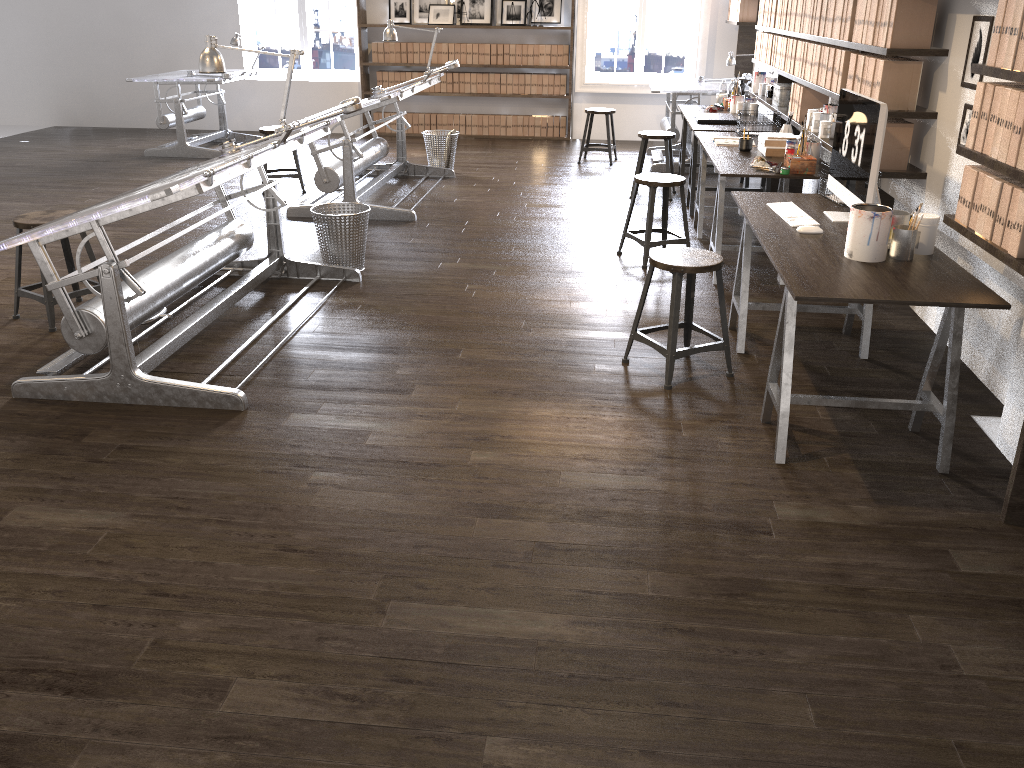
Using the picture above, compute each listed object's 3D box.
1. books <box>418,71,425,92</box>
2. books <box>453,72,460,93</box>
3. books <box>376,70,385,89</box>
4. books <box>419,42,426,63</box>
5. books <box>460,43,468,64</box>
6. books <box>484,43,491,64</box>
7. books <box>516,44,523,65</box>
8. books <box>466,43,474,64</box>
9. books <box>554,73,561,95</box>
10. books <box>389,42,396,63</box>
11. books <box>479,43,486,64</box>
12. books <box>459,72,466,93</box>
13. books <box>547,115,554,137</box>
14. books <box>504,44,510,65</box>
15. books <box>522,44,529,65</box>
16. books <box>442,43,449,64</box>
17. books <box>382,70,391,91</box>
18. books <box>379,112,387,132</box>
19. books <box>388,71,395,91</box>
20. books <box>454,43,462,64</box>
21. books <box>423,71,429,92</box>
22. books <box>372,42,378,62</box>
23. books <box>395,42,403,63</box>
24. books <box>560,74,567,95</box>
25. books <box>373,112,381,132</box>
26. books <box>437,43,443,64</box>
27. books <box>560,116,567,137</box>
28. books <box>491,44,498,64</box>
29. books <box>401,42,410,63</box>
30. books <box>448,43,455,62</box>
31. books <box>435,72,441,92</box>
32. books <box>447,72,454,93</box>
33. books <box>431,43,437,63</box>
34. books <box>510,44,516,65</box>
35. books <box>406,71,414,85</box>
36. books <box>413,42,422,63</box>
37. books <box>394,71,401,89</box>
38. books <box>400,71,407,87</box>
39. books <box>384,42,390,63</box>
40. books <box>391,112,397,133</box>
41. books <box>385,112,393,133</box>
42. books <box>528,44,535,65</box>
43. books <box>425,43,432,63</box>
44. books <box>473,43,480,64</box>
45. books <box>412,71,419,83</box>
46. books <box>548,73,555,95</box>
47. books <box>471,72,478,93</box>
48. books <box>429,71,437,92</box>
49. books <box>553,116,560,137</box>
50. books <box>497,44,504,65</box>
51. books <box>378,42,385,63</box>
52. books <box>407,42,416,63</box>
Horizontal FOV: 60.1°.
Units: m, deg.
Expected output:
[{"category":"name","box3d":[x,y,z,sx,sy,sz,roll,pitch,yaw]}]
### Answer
[{"category":"books","box3d":[-1.067,-3.579,10.478,0.067,0.221,0.177,3,22,6]},{"category":"books","box3d":[-0.648,-3.556,10.433,0.067,0.222,0.177,3,22,6]},{"category":"books","box3d":[-1.555,-3.602,10.521,0.067,0.222,0.177,3,22,6]},{"category":"books","box3d":[-1.031,-3.873,10.361,0.067,0.222,0.177,3,22,5]},{"category":"books","box3d":[-0.553,-3.848,10.315,0.067,0.222,0.177,3,22,5]},{"category":"books","box3d":[-0.278,-3.833,10.286,0.067,0.221,0.177,3,22,6]},{"category":"books","box3d":[0.087,-3.814,10.252,0.067,0.222,0.177,3,22,6]},{"category":"books","box3d":[-0.484,-3.843,10.305,0.067,0.222,0.177,3,22,6]},{"category":"books","box3d":[0.531,-3.496,10.323,0.067,0.222,0.177,3,22,5]},{"category":"books","box3d":[-1.386,-3.891,10.394,0.067,0.221,0.177,3,22,5]},{"category":"books","box3d":[-0.341,-3.834,10.288,0.067,0.222,0.177,3,22,5]},{"category":"books","box3d":[-0.573,-3.554,10.431,0.067,0.221,0.177,3,22,5]},{"category":"books","box3d":[0.458,-3.056,10.497,0.067,0.222,0.177,3,22,6]},{"category":"books","box3d":[-0.054,-3.822,10.266,0.067,0.222,0.177,3,22,5]},{"category":"books","box3d":[0.158,-3.811,10.245,0.067,0.222,0.177,3,22,6]},{"category":"books","box3d":[-0.765,-3.858,10.332,0.067,0.221,0.177,3,22,5]},{"category":"books","box3d":[-1.483,-3.599,10.514,0.067,0.222,0.177,3,22,5]},{"category":"books","box3d":[-1.549,-3.163,10.697,0.067,0.222,0.177,3,22,5]},{"category":"books","box3d":[-1.410,-3.596,10.510,0.067,0.222,0.177,3,22,5]},{"category":"books","box3d":[-0.623,-3.851,10.320,0.067,0.222,0.177,3,22,5]},{"category":"books","box3d":[-1.001,-3.574,10.467,0.067,0.222,0.177,3,22,5]},{"category":"books","box3d":[-1.593,-3.901,10.413,0.067,0.222,0.177,3,22,5]},{"category":"books","box3d":[-1.321,-3.888,10.390,0.067,0.221,0.177,3,22,6]},{"category":"books","box3d":[0.601,-3.491,10.312,0.067,0.222,0.177,3,22,6]},{"category":"books","box3d":[-1.618,-3.167,10.706,0.067,0.222,0.177,3,22,5]},{"category":"books","box3d":[-0.827,-3.862,10.340,0.067,0.221,0.177,3,22,5]},{"category":"books","box3d":[0.607,-3.050,10.485,0.067,0.221,0.177,3,22,6]},{"category":"books","box3d":[-0.202,-3.830,10.280,0.067,0.221,0.177,3,22,5]},{"category":"books","box3d":[-1.247,-3.882,10.377,0.067,0.222,0.177,3,22,5]},{"category":"books","box3d":[-0.693,-3.853,10.323,0.067,0.222,0.177,3,22,6]},{"category":"books","box3d":[-0.863,-3.569,10.459,0.067,0.222,0.177,3,22,6]},{"category":"books","box3d":[-0.722,-3.562,10.446,0.067,0.222,0.177,3,22,5]},{"category":"books","box3d":[-0.894,-3.863,10.342,0.067,0.222,0.177,3,22,6]},{"category":"books","box3d":[0.017,-3.816,10.255,0.067,0.222,0.177,3,22,5]},{"category":"books","box3d":[-1.202,-3.585,10.488,0.067,0.222,0.177,3,22,5]},{"category":"books","box3d":[-1.102,-3.875,10.364,0.067,0.222,0.177,3,22,6]},{"category":"books","box3d":[-1.340,-3.594,10.507,0.067,0.222,0.177,3,22,6]},{"category":"books","box3d":[-1.271,-3.590,10.498,0.067,0.222,0.177,3,22,6]},{"category":"books","box3d":[-1.449,-3.892,10.396,0.067,0.222,0.177,3,22,6]},{"category":"books","box3d":[-1.407,-3.155,10.681,0.067,0.221,0.177,3,22,5]},{"category":"books","box3d":[-1.480,-3.158,10.687,0.067,0.222,0.177,3,22,6]},{"category":"books","box3d":[0.224,-3.805,10.233,0.067,0.222,0.177,3,22,5]},{"category":"books","box3d":[-0.961,-3.869,10.354,0.067,0.222,0.177,3,22,5]},{"category":"books","box3d":[-0.413,-3.838,10.295,0.067,0.222,0.177,3,22,6]},{"category":"books","box3d":[-1.130,-3.582,10.483,0.067,0.221,0.177,3,22,6]},{"category":"books","box3d":[0.460,-3.500,10.330,0.067,0.222,0.177,3,22,5]},{"category":"books","box3d":[-0.436,-3.545,10.415,0.067,0.222,0.177,3,22,5]},{"category":"books","box3d":[-0.933,-3.573,10.466,0.067,0.222,0.177,3,22,6]},{"category":"books","box3d":[0.532,-3.055,10.495,0.067,0.221,0.177,3,22,5]},{"category":"books","box3d":[-0.129,-3.824,10.268,0.067,0.222,0.177,3,22,6]},{"category":"books","box3d":[-1.521,-3.896,10.403,0.067,0.222,0.177,3,22,5]},{"category":"books","box3d":[-1.172,-3.880,10.375,0.067,0.222,0.177,3,22,6]}]
